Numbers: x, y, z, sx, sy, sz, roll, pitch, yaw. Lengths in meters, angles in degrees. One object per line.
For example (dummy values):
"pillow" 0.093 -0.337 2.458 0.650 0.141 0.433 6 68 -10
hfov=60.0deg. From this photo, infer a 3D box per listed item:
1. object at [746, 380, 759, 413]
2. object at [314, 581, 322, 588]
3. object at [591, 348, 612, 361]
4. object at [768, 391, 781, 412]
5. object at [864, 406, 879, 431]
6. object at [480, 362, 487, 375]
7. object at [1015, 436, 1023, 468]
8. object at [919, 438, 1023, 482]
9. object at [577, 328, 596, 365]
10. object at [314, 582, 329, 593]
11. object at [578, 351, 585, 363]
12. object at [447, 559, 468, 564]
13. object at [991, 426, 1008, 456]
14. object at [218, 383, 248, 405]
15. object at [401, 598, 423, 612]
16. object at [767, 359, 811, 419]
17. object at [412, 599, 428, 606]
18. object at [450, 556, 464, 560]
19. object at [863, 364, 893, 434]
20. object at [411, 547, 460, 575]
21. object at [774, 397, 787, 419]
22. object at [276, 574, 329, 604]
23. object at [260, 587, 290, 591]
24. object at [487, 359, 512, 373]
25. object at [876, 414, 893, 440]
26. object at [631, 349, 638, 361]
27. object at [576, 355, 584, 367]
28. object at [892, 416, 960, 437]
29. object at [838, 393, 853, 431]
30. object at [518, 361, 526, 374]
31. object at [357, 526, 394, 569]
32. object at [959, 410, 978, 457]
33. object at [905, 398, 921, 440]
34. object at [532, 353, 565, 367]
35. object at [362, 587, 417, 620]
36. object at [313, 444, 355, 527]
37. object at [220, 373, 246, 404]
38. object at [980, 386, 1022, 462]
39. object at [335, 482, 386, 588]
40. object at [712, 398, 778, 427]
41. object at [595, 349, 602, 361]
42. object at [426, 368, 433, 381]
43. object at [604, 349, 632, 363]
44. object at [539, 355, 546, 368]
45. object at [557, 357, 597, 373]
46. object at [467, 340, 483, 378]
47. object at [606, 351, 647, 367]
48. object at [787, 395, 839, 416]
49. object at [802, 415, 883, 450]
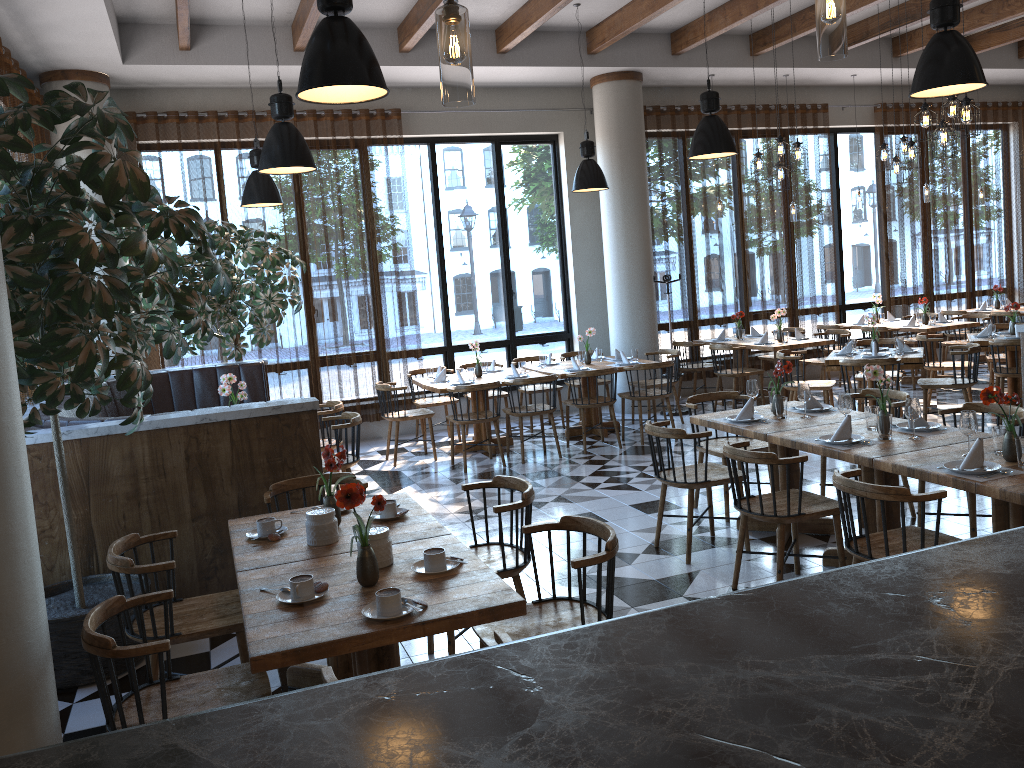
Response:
"object" 1.596 0.082 5.874 0.081 0.214 0.081 -1 6 34
"object" -0.680 0.701 3.069 0.052 0.023 0.050 -4 7 4
"object" 0.947 -0.348 10.111 0.352 0.136 0.272 -7 7 -19
"object" 1.737 0.116 5.848 0.080 0.132 0.080 -4 5 11
"object" 2.038 0.195 5.012 0.080 0.132 0.080 -4 5 11
"object" -0.298 -0.170 9.481 0.080 0.132 0.080 -8 6 -34
"object" 2.288 0.307 3.948 0.080 0.132 0.080 -5 5 -4
"object" 2.062 0.318 3.978 0.272 0.136 0.353 -7 7 -19
"object" 0.819 -0.411 9.624 0.207 0.399 0.147 -6 5 -15
"object" -0.655 0.700 3.046 0.052 0.023 0.050 -4 7 4
"object" 0.782 -0.302 9.856 0.080 0.132 0.080 -8 6 -34
"object" -0.220 0.646 3.223 0.155 0.012 0.034 0 8 33
"object" 2.326 0.271 4.210 0.080 0.132 0.080 -4 5 11
"object" -2.069 0.189 6.598 0.146 0.399 0.207 -1 6 37
"object" -0.324 0.705 2.812 0.034 0.012 0.156 -9 9 -36
"object" 1.758 0.029 5.631 0.166 0.354 0.296 -6 6 -14
"object" -0.295 0.700 2.839 0.049 0.025 0.053 -8 8 -30
"object" -0.202 0.641 3.259 0.053 0.025 0.049 1 8 38
"object" 2.007 0.082 4.856 0.146 0.399 0.207 -2 6 29
"object" -0.278 0.634 3.192 0.175 0.066 0.176 0 8 32
"object" 1.698 0.152 5.585 0.080 0.132 0.080 -3 5 16
"object" -0.712 0.691 3.007 0.176 0.066 0.176 -5 7 -6
"object" -0.822 0.712 3.082 0.155 0.023 0.034 0 8 33
"object" -0.214 -0.206 9.699 0.352 0.136 0.272 -7 7 -19
"object" 1.999 0.231 4.749 0.080 0.132 0.080 -5 5 -4
"object" 1.327 -0.310 9.573 0.080 0.132 0.080 -8 6 -34
"object" 0.724 -0.240 9.391 0.080 0.132 0.080 -8 6 -34
"object" 2.269 0.183 4.946 0.272 0.136 0.353 -7 7 -19
"object" 1.897 0.161 5.038 0.081 0.214 0.081 -1 6 34
"object" 0.110 -0.165 9.174 0.080 0.132 0.080 -8 6 -34
"object" -0.511 0.608 3.303 0.129 0.128 0.130 -2 6 25
"object" 2.185 0.237 4.237 0.081 0.214 0.081 -7 6 -28
"object" 2.132 0.184 4.707 0.081 0.214 0.081 -7 6 -28
"object" 0.409 -0.282 9.920 0.352 0.136 0.272 -7 7 -19
"object" -0.389 0.690 2.802 0.176 0.066 0.176 -8 8 -27
"object" -0.771 0.443 3.882 0.156 0.354 0.172 -2 6 29
"object" -2.321 0.108 7.419 0.207 0.399 0.147 -6 5 -14
"object" 2.256 0.180 4.085 0.171 0.354 0.157 -3 5 18
"object" -0.526 0.520 3.102 0.156 0.354 0.171 -8 6 -33
"object" 1.473 0.163 5.616 0.272 0.136 0.353 -7 7 -19
"object" 0.970 -0.320 9.882 0.080 0.132 0.080 -8 6 -34
"object" -0.859 -0.102 9.282 0.080 0.132 0.080 -8 6 -34
"object" 1.201 -0.329 9.791 0.272 0.136 0.353 -7 7 -19
"object" 0.341 -0.244 9.673 0.080 0.132 0.080 -8 6 -34
"object" 0.658 -0.209 9.160 0.352 0.136 0.272 -7 7 -19
"object" -0.383 -0.266 9.216 0.146 0.399 0.207 -6 5 -20
"object" 1.195 -0.274 9.351 0.352 0.136 0.272 -7 7 -19
"object" 1.968 0.104 5.782 0.272 0.136 0.353 -7 7 -19
"object" 1.773 0.242 4.780 0.272 0.136 0.353 -7 7 -19
